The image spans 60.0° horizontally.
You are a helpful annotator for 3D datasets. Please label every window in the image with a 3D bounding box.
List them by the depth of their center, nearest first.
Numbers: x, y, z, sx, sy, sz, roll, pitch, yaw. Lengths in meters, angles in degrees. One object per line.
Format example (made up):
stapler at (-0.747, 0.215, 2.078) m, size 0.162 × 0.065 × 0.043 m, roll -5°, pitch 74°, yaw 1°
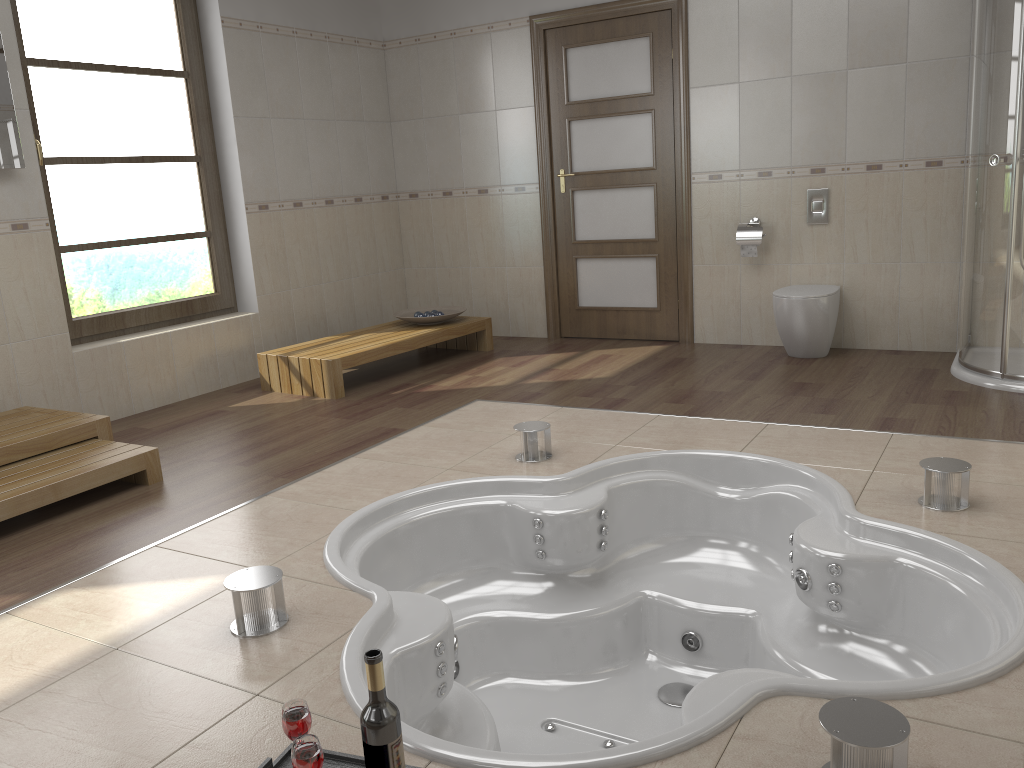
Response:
window at (-2.105, -1.289, 4.854) m, size 0.117 × 1.934 × 1.188 m, roll 4°, pitch 15°, yaw 30°

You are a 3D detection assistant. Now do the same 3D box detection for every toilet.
toilet at (1.689, -0.348, 5.082) m, size 0.337 × 0.388 × 0.519 m, roll 4°, pitch 15°, yaw 30°

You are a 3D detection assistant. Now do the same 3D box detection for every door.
door at (0.655, -1.295, 5.786) m, size 0.861 × 2.026 × 0.102 m, roll 3°, pitch 15°, yaw 28°

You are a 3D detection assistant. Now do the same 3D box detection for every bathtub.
bathtub at (0.378, 0.816, 2.661) m, size 1.751 × 0.674 × 1.754 m, roll -7°, pitch 13°, yaw -14°

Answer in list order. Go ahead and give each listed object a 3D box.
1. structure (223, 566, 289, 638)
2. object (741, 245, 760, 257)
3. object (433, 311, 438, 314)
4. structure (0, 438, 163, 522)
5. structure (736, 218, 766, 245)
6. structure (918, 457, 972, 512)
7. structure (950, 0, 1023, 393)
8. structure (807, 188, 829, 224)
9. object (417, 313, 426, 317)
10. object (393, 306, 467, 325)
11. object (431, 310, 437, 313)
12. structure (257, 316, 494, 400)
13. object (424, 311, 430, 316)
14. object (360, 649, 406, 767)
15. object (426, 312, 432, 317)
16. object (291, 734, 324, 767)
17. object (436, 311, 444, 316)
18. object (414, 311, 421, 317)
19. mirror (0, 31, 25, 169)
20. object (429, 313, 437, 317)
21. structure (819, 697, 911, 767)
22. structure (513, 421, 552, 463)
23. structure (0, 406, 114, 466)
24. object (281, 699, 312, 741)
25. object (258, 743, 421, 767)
structure at (-0.671, 0.569, 2.328) m, size 0.150 × 0.131 × 0.150 m, roll 5°, pitch 16°, yaw 35°
object at (1.426, -0.837, 5.297) m, size 0.098 × 0.151 × 0.090 m, roll 4°, pitch 15°, yaw 30°
object at (-0.497, -0.455, 5.872) m, size 0.060 × 0.060 × 0.060 m, roll 4°, pitch 15°, yaw 30°
structure at (-2.015, 0.451, 3.223) m, size 0.620 × 0.140 × 1.280 m, roll 4°, pitch 15°, yaw 30°
structure at (1.439, -0.913, 5.297) m, size 0.170 × 0.151 × 0.154 m, roll 4°, pitch 15°, yaw 30°
structure at (1.377, 0.318, 2.824) m, size 0.150 × 0.131 × 0.150 m, roll 1°, pitch 14°, yaw 20°
structure at (2.590, -0.981, 4.137) m, size 0.900 × 1.917 × 0.900 m, roll 4°, pitch 15°, yaw 30°
structure at (1.775, -1.030, 5.149) m, size 0.120 × 0.200 × 0.010 m, roll 4°, pitch 15°, yaw 30°
object at (-0.596, -0.438, 5.819) m, size 0.060 × 0.060 × 0.060 m, roll 4°, pitch 15°, yaw 30°
object at (-0.539, -0.441, 5.850) m, size 0.487 × 0.076 × 0.487 m, roll -7°, pitch 13°, yaw -12°
object at (-0.517, -0.467, 5.930) m, size 0.060 × 0.060 × 0.060 m, roll 4°, pitch 15°, yaw 30°
structure at (-0.800, -0.204, 5.551) m, size 0.620 × 0.220 × 1.450 m, roll 5°, pitch 16°, yaw 35°
object at (-0.559, -0.454, 5.886) m, size 0.060 × 0.060 × 0.060 m, roll 4°, pitch 15°, yaw 30°
object at (-0.230, 0.614, 1.565) m, size 0.070 × 0.307 × 0.070 m, roll -4°, pitch 13°, yaw -2°
object at (-0.535, -0.441, 5.825) m, size 0.060 × 0.060 × 0.060 m, roll 4°, pitch 15°, yaw 30°
object at (-0.356, 0.700, 1.568) m, size 0.055 × 0.153 × 0.055 m, roll 2°, pitch 14°, yaw 23°
object at (-0.473, -0.447, 5.815) m, size 0.060 × 0.060 × 0.060 m, roll 4°, pitch 15°, yaw 30°
object at (-0.620, -0.451, 5.876) m, size 0.060 × 0.060 × 0.060 m, roll 4°, pitch 15°, yaw 30°
mirror at (-2.836, -1.048, 3.139) m, size 0.005 × 0.600 × 2.200 m, roll 4°, pitch 15°, yaw 30°
object at (-0.514, -0.432, 5.769) m, size 0.060 × 0.060 × 0.060 m, roll 4°, pitch 15°, yaw 30°
structure at (0.622, 0.655, 1.572) m, size 0.150 × 0.131 × 0.150 m, roll 7°, pitch 17°, yaw 40°
structure at (0.084, 0.232, 3.580) m, size 0.150 × 0.131 × 0.150 m, roll -5°, pitch 13°, yaw -3°
structure at (-2.365, 0.390, 3.411) m, size 0.620 × 0.220 × 1.450 m, roll 4°, pitch 15°, yaw 30°
object at (-0.403, 0.678, 1.681) m, size 0.055 × 0.153 × 0.055 m, roll 2°, pitch 14°, yaw 23°
object at (-0.302, 0.756, 1.605) m, size 0.400 × 0.040 × 0.250 m, roll 1°, pitch 14°, yaw 21°
